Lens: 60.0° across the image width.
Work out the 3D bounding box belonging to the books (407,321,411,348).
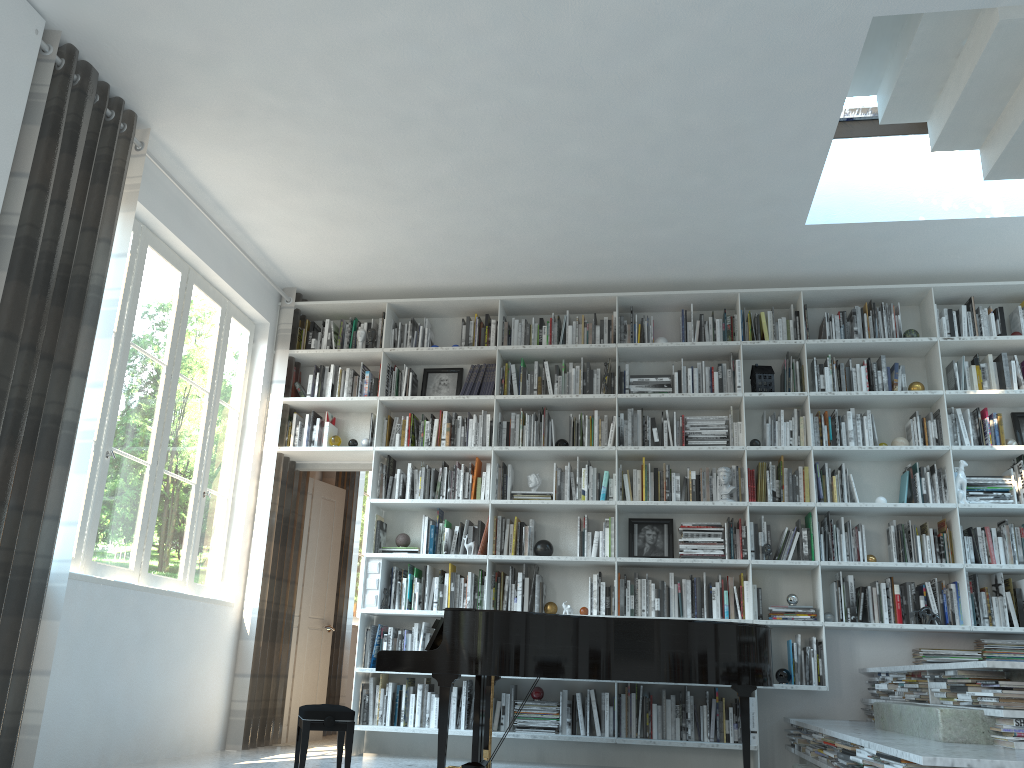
[{"bbox_3d":[-0.750,-0.319,6.619,0.016,0.260,0.154,-1,-18,9],"label":"books"}]

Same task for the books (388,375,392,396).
[{"bbox_3d":[-0.876,0.059,6.522,0.015,0.206,0.173,-1,-18,9],"label":"books"}]

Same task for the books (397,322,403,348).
[{"bbox_3d":[-0.823,-0.312,6.630,0.012,0.248,0.180,-1,-18,9],"label":"books"}]

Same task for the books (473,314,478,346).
[{"bbox_3d":[-0.261,-0.347,6.572,0.014,0.319,0.137,-1,-18,9],"label":"books"}]

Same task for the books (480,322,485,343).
[{"bbox_3d":[-0.216,-0.315,6.558,0.013,0.253,0.130,-1,-18,9],"label":"books"}]

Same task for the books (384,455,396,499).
[{"bbox_3d":[-0.864,0.688,6.295,0.012,0.332,0.185,-1,-18,9],"label":"books"}]

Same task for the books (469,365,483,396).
[{"bbox_3d":[-0.250,0.021,6.444,0.110,0.278,0.175,-1,-18,9],"label":"books"}]

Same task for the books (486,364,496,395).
[{"bbox_3d":[-0.142,0.014,6.429,0.078,0.284,0.175,-1,-18,9],"label":"books"}]

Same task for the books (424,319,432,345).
[{"bbox_3d":[-0.631,-0.329,6.628,0.015,0.292,0.131,-1,-18,9],"label":"books"}]

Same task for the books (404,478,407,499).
[{"bbox_3d":[-0.732,0.769,6.292,0.021,0.187,0.129,-1,-18,9],"label":"books"}]

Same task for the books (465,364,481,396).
[{"bbox_3d":[-0.275,0.016,6.431,0.110,0.278,0.175,-1,-18,9],"label":"books"}]

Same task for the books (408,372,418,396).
[{"bbox_3d":[-0.722,0.047,6.482,0.012,0.213,0.186,-1,-18,9],"label":"books"}]

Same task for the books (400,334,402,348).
[{"bbox_3d":[-0.807,-0.282,6.633,0.017,0.193,0.129,-1,-18,9],"label":"books"}]

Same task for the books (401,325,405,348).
[{"bbox_3d":[-0.794,-0.302,6.620,0.013,0.224,0.177,-1,-18,9],"label":"books"}]

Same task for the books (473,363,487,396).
[{"bbox_3d":[-0.223,0.012,6.421,0.097,0.281,0.175,-1,-18,9],"label":"books"}]

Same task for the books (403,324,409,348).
[{"bbox_3d":[-0.779,-0.309,6.625,0.016,0.242,0.156,-1,-18,9],"label":"books"}]

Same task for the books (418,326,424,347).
[{"bbox_3d":[-0.661,-0.301,6.589,0.021,0.213,0.174,-1,-18,9],"label":"books"}]

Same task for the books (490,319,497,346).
[{"bbox_3d":[-0.125,-0.324,6.520,0.031,0.253,0.179,-1,-18,9],"label":"books"}]

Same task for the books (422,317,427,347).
[{"bbox_3d":[-0.643,-0.336,6.619,0.007,0.300,0.146,-1,-18,9],"label":"books"}]

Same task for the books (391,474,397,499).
[{"bbox_3d":[-0.815,0.755,6.291,0.042,0.208,0.144,-1,-18,9],"label":"books"}]

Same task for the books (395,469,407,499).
[{"bbox_3d":[-0.785,0.736,6.275,0.022,0.235,0.178,-1,-18,9],"label":"books"}]

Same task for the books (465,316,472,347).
[{"bbox_3d":[-0.313,-0.335,6.550,0.024,0.278,0.188,-1,-18,9],"label":"books"}]

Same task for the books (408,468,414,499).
[{"bbox_3d":[-0.697,0.731,6.266,0.011,0.245,0.177,-1,-18,9],"label":"books"}]

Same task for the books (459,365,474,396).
[{"bbox_3d":[-0.318,0.019,6.446,0.110,0.278,0.175,-1,-18,9],"label":"books"}]

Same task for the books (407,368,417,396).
[{"bbox_3d":[-0.732,0.030,6.497,0.012,0.254,0.167,-1,-18,9],"label":"books"}]

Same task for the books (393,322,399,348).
[{"bbox_3d":[-0.863,-0.314,6.646,0.007,0.258,0.157,-1,-18,9],"label":"books"}]

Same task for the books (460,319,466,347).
[{"bbox_3d":[-0.356,-0.328,6.573,0.013,0.277,0.151,-1,-18,9],"label":"books"}]

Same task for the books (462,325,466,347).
[{"bbox_3d":[-0.339,-0.304,6.549,0.028,0.217,0.153,-1,-18,9],"label":"books"}]

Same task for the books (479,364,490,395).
[{"bbox_3d":[-0.187,0.015,6.436,0.078,0.284,0.175,-1,-18,9],"label":"books"}]

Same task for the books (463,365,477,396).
[{"bbox_3d":[-0.295,0.022,6.451,0.110,0.278,0.175,-1,-18,9],"label":"books"}]

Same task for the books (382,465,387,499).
[{"bbox_3d":[-0.884,0.721,6.290,0.027,0.265,0.176,-1,-18,9],"label":"books"}]

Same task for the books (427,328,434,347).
[{"bbox_3d":[-0.606,-0.292,6.604,0.013,0.209,0.137,-1,-18,9],"label":"books"}]

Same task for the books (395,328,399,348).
[{"bbox_3d":[-0.844,-0.291,6.635,0.032,0.209,0.159,-1,-18,9],"label":"books"}]

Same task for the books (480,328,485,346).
[{"bbox_3d":[-0.201,-0.293,6.522,0.027,0.189,0.178,-1,-18,9],"label":"books"}]

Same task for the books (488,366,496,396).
[{"bbox_3d":[-0.122,0.010,6.412,0.078,0.284,0.175,-1,-18,9],"label":"books"}]

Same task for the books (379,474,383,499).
[{"bbox_3d":[-0.906,0.754,6.301,0.026,0.208,0.155,-1,-18,9],"label":"books"}]

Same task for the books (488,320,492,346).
[{"bbox_3d":[-0.149,-0.322,6.537,0.022,0.259,0.152,-1,-18,9],"label":"books"}]

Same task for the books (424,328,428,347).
[{"bbox_3d":[-0.621,-0.291,6.595,0.014,0.201,0.171,-1,-18,9],"label":"books"}]

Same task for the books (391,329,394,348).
[{"bbox_3d":[-0.876,-0.290,6.634,0.017,0.203,0.143,-1,-18,9],"label":"books"}]

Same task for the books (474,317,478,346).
[{"bbox_3d":[-0.251,-0.334,6.551,0.013,0.282,0.167,-1,-18,9],"label":"books"}]

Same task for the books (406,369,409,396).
[{"bbox_3d":[-0.744,0.033,6.500,0.011,0.249,0.168,-1,-18,9],"label":"books"}]

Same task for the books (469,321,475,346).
[{"bbox_3d":[-0.288,-0.321,6.540,0.028,0.248,0.156,-1,-18,9],"label":"books"}]

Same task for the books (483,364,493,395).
[{"bbox_3d":[-0.164,0.016,6.437,0.078,0.284,0.175,-1,-18,9],"label":"books"}]

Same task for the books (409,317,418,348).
[{"bbox_3d":[-0.730,-0.334,6.603,0.015,0.278,0.191,-1,-18,9],"label":"books"}]

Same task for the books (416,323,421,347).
[{"bbox_3d":[-0.688,-0.314,6.615,0.013,0.252,0.129,-1,-18,9],"label":"books"}]

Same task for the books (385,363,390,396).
[{"bbox_3d":[-0.901,0.013,6.526,0.005,0.291,0.184,-1,-18,9],"label":"books"}]

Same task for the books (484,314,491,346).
[{"bbox_3d":[-0.176,-0.347,6.524,0.025,0.296,0.164,-1,-18,9],"label":"books"}]

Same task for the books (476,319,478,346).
[{"bbox_3d":[-0.242,-0.328,6.535,0.010,0.262,0.157,-1,-18,9],"label":"books"}]

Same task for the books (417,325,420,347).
[{"bbox_3d":[-0.677,-0.301,6.599,0.013,0.219,0.181,-1,-18,9],"label":"books"}]

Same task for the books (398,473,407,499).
[{"bbox_3d":[-0.763,0.748,6.257,0.028,0.203,0.188,-1,-18,9],"label":"books"}]

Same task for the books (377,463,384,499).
[{"bbox_3d":[-0.922,0.721,6.324,0.012,0.284,0.160,-1,-18,9],"label":"books"}]

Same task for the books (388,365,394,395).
[{"bbox_3d":[-0.885,0.019,6.532,0.006,0.286,0.149,-1,-18,9],"label":"books"}]

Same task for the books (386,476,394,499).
[{"bbox_3d":[-0.842,0.762,6.274,0.037,0.181,0.189,-1,-18,9],"label":"books"}]

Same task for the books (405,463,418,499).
[{"bbox_3d":[-0.712,0.718,6.282,0.023,0.280,0.174,-1,-18,9],"label":"books"}]

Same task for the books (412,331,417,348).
[{"bbox_3d":[-0.709,-0.282,6.602,0.026,0.182,0.162,-1,-18,9],"label":"books"}]

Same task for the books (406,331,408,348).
[{"bbox_3d":[-0.764,-0.283,6.623,0.014,0.192,0.147,-1,-18,9],"label":"books"}]

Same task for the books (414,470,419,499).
[{"bbox_3d":[-0.664,0.740,6.283,0.049,0.242,0.139,-1,-18,9],"label":"books"}]

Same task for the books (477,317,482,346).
[{"bbox_3d":[-0.232,-0.333,6.535,0.011,0.273,0.184,-1,-18,9],"label":"books"}]

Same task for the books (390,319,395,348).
[{"bbox_3d":[-0.885,-0.325,6.656,0.007,0.284,0.160,-1,-18,9],"label":"books"}]
